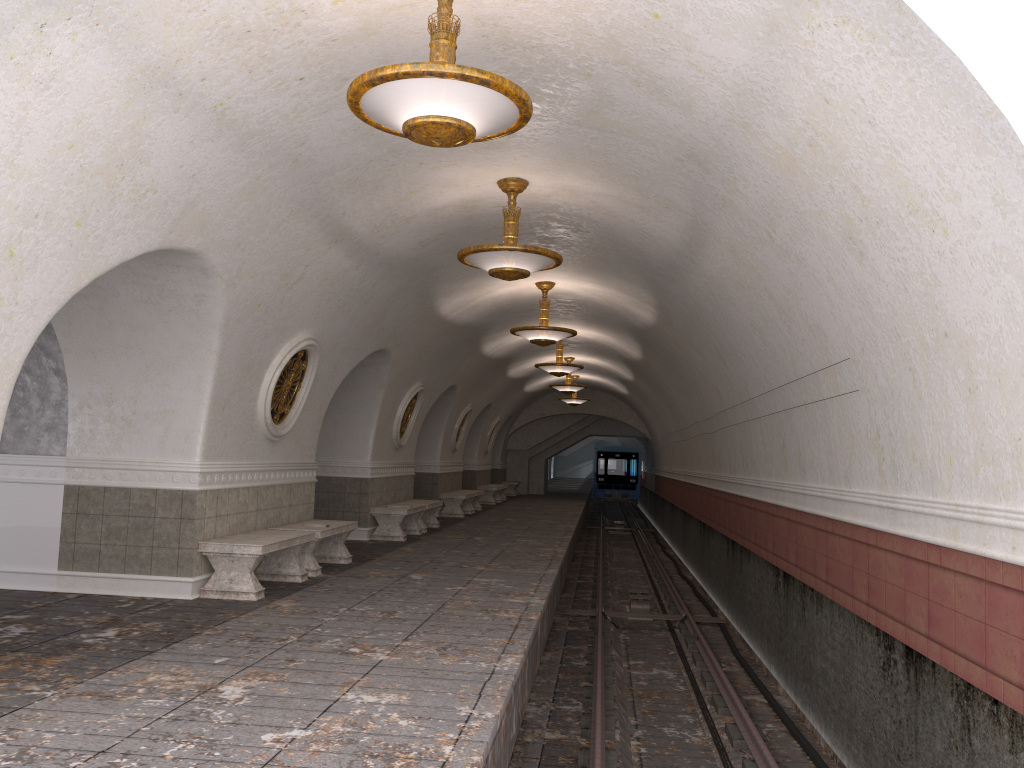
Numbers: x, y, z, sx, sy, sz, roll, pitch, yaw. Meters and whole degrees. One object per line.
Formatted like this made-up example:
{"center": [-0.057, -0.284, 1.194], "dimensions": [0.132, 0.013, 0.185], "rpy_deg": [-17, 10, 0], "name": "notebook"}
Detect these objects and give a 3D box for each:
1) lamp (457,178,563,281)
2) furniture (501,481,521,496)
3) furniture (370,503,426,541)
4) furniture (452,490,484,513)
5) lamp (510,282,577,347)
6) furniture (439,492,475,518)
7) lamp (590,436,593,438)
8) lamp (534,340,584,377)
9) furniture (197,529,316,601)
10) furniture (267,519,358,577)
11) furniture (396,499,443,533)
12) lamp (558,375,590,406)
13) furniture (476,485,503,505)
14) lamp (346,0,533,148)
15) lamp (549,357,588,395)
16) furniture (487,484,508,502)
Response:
{"center": [-0.010, -1.453, 8.474], "dimensions": [1.008, 0.955, 1.008], "rpy_deg": [3, -5, -10], "name": "lamp"}
{"center": [-0.036, 3.868, 32.849], "dimensions": [0.613, 0.508, 1.509], "rpy_deg": [2, -5, 6], "name": "furniture"}
{"center": [-1.886, 2.285, 14.725], "dimensions": [0.613, 0.508, 1.509], "rpy_deg": [2, -5, 6], "name": "furniture"}
{"center": [-1.107, 2.952, 22.359], "dimensions": [0.613, 0.508, 1.509], "rpy_deg": [2, -5, 6], "name": "furniture"}
{"center": [0.482, -1.032, 13.293], "dimensions": [1.008, 0.955, 1.008], "rpy_deg": [3, -5, -10], "name": "lamp"}
{"center": [-1.277, 2.806, 20.693], "dimensions": [0.613, 0.508, 1.509], "rpy_deg": [2, -5, 6], "name": "furniture"}
{"center": [5.666, 3.403, 64.073], "dimensions": [1.008, 0.955, 1.008], "rpy_deg": [3, -5, -8], "name": "lamp"}
{"center": [0.971, -0.614, 18.080], "dimensions": [1.008, 0.955, 1.008], "rpy_deg": [0, -5, 22], "name": "lamp"}
{"center": [-2.494, 1.765, 8.770], "dimensions": [0.613, 0.508, 1.509], "rpy_deg": [2, -5, 6], "name": "furniture"}
{"center": [-2.324, 1.910, 10.437], "dimensions": [0.613, 0.508, 1.509], "rpy_deg": [2, -5, 6], "name": "furniture"}
{"center": [-1.716, 2.430, 16.392], "dimensions": [0.613, 0.508, 1.509], "rpy_deg": [2, -5, 6], "name": "furniture"}
{"center": [1.948, 0.222, 27.652], "dimensions": [1.008, 0.955, 1.008], "rpy_deg": [6, -6, -38], "name": "lamp"}
{"center": [-0.673, 3.322, 26.602], "dimensions": [0.613, 0.508, 1.509], "rpy_deg": [2, -5, 6], "name": "furniture"}
{"center": [-0.380, -1.769, 4.852], "dimensions": [1.008, 0.955, 1.008], "rpy_deg": [6, -6, -38], "name": "lamp"}
{"center": [1.459, -0.196, 22.865], "dimensions": [1.008, 0.955, 1.008], "rpy_deg": [0, -5, 22], "name": "lamp"}
{"center": [-0.503, 3.468, 28.269], "dimensions": [0.613, 0.508, 1.509], "rpy_deg": [2, -5, 6], "name": "furniture"}
